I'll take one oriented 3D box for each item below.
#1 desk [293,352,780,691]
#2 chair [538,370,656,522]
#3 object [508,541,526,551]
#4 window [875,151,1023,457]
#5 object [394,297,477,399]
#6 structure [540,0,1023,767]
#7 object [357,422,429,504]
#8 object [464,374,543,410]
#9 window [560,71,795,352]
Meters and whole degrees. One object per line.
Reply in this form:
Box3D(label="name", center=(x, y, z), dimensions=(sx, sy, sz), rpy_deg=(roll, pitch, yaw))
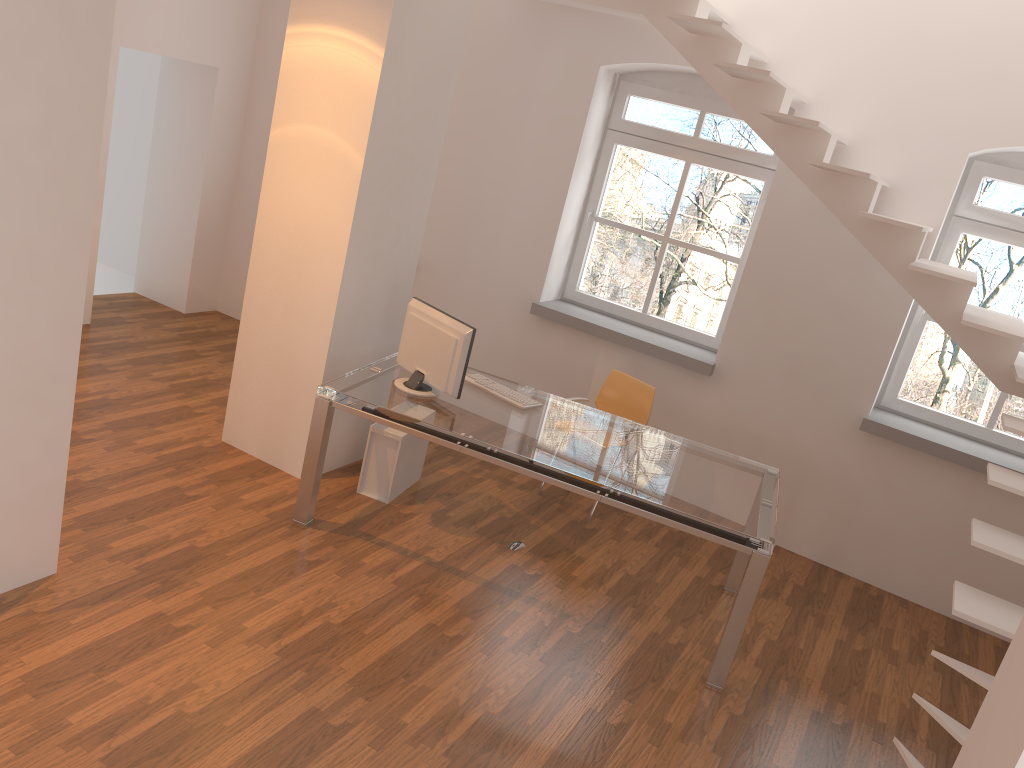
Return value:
Box3D(label="desk", center=(0.167, 0.582, 4.661), dimensions=(2.239, 0.750, 1.092), rpy_deg=(18, 17, 13))
Box3D(label="chair", center=(0.532, 0.363, 5.516), dimensions=(0.495, 0.829, 0.464), rpy_deg=(27, 21, 37))
Box3D(label="object", center=(0.028, 0.882, 4.853), dimensions=(0.054, 0.035, 0.115), rpy_deg=(25, 20, 32))
Box3D(label="window", center=(3.081, -0.436, 5.187), dimensions=(1.308, 1.737, 0.142), rpy_deg=(21, 18, 23))
Box3D(label="object", center=(-0.450, -0.176, 4.570), dimensions=(0.245, 0.418, 0.516), rpy_deg=(3, 20, -35))
Box3D(label="structure", center=(0.951, -0.230, 3.966), dimensions=(4.630, 3.042, 3.450), rpy_deg=(21, 18, 23))
Box3D(label="object", center=(-0.669, 0.406, 5.151), dimensions=(0.200, 0.422, 0.474), rpy_deg=(18, 17, 13))
Box3D(label="object", center=(-0.060, 0.036, 4.884), dimensions=(0.467, 0.031, 0.200), rpy_deg=(25, 20, 32))
Box3D(label="window", center=(1.115, -1.209, 6.078), dimensions=(1.308, 1.737, 0.142), rpy_deg=(21, 18, 23))
